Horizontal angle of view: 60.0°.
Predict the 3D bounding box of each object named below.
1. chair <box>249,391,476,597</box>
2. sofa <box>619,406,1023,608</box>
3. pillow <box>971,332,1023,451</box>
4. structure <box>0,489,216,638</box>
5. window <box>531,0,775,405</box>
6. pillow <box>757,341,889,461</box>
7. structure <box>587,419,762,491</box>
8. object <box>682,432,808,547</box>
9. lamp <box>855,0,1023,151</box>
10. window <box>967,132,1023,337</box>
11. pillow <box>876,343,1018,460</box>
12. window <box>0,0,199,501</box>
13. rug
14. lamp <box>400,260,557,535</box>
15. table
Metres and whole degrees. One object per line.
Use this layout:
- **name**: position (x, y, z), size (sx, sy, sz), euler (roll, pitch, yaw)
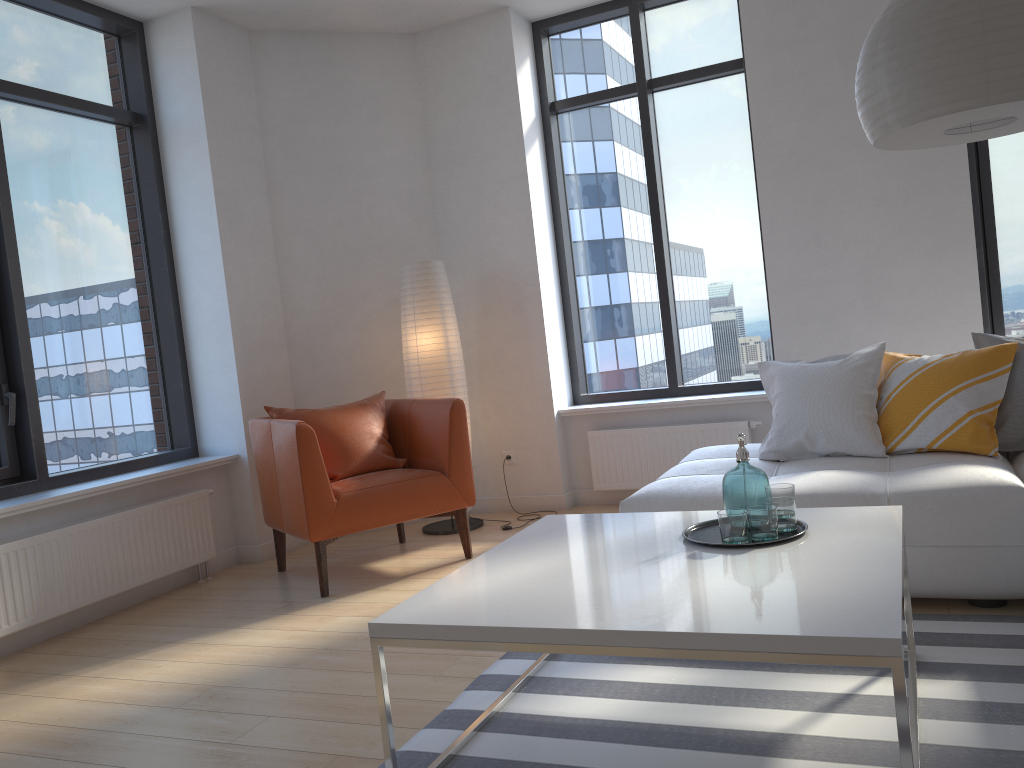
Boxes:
- **chair**: position (-0.774, 0.488, 4.461), size (0.896, 0.858, 0.843), euler (-8, 3, -34)
- **sofa**: position (1.373, 0.404, 2.317), size (2.614, 0.732, 3.424), euler (-5, 3, 24)
- **pillow**: position (1.782, 0.091, 2.100), size (0.647, 0.453, 2.953), euler (-6, 3, 12)
- **structure**: position (-1.861, 0.834, 4.005), size (0.110, 0.460, 1.474), euler (-5, 3, 24)
- **window**: position (0.879, -1.119, 5.376), size (1.310, 2.402, 0.170), euler (-5, 3, 24)
- **pillow**: position (1.693, 0.062, 3.039), size (0.580, 0.456, 2.156), euler (-9, 3, -40)
- **structure**: position (0.951, 0.466, 5.131), size (1.015, 0.460, 0.110), euler (-5, 3, 24)
- **object**: position (0.613, 0.273, 2.389), size (0.330, 0.265, 0.330), euler (-9, 3, -42)
- **lamp**: position (2.357, -0.705, 3.072), size (3.199, 2.647, 0.710), euler (-8, 3, -30)
- **window**: position (2.970, -1.315, 4.435), size (1.310, 2.402, 0.170), euler (-5, 3, 24)
- **pillow**: position (1.843, 0.076, 2.757), size (0.630, 0.440, 2.095), euler (-7, 3, -19)
- **window**: position (-2.350, -0.694, 4.043), size (0.170, 2.402, 1.960), euler (-5, 3, 24)
- **rug**: position (0.460, 0.883, 2.001), size (1.662, 0.016, 2.326), euler (-5, 3, 24)
- **lamp**: position (-0.200, 0.047, 5.145), size (0.804, 1.550, 0.502), euler (-7, 3, -16)
- **table**: position (0.418, 0.653, 2.254), size (1.091, 0.435, 1.091), euler (-5, 3, 24)
